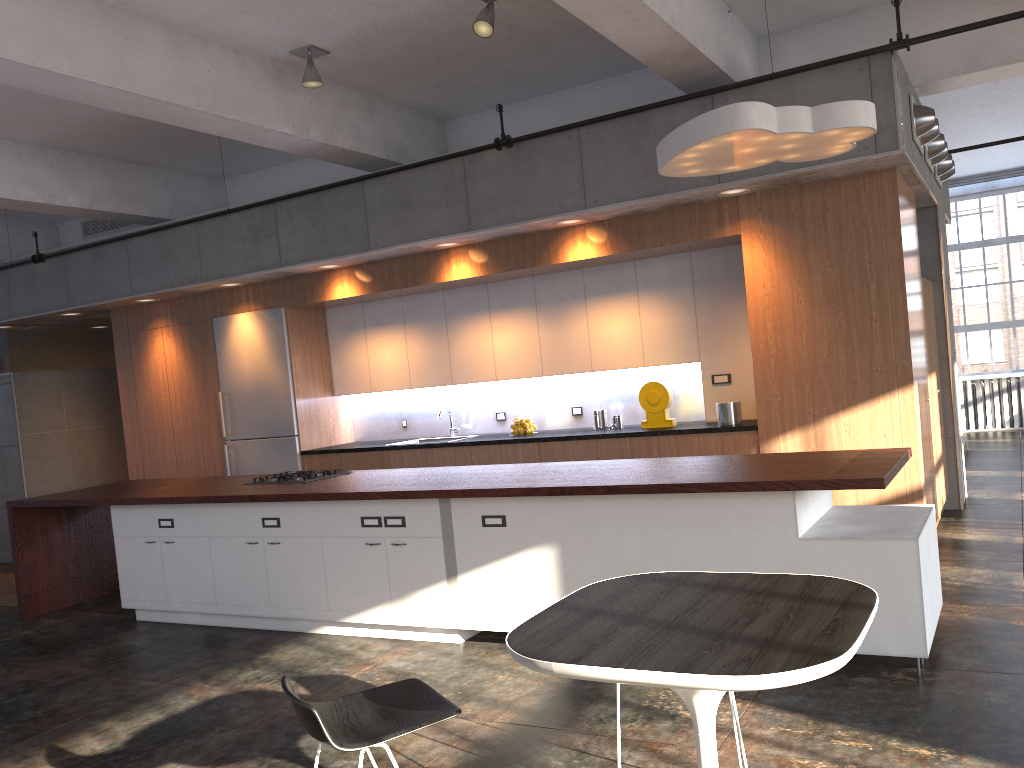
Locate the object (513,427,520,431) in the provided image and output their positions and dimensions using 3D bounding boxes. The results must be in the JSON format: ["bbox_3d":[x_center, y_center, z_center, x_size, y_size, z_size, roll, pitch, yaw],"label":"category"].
[{"bbox_3d":[0.037,0.407,7.911,0.061,0.053,0.052,-5,1,11],"label":"object"}]

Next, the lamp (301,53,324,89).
[{"bbox_3d":[-1.409,-2.205,6.208,0.158,0.216,0.153,-6,2,-23],"label":"lamp"}]

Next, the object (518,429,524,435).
[{"bbox_3d":[0.082,0.425,7.840,0.053,0.053,0.062,-5,1,17],"label":"object"}]

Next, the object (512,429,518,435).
[{"bbox_3d":[0.850,-0.774,6.780,0.058,2.311,2.858,-7,2,-42],"label":"object"}]

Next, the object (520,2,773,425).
[{"bbox_3d":[0.094,0.331,7.822,0.058,0.060,0.051,-7,2,-38],"label":"object"}]

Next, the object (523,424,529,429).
[{"bbox_3d":[-4.181,-0.340,11.699,11.575,2.212,0.063,-5,2,43],"label":"object"}]

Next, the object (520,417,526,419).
[{"bbox_3d":[-4.472,-0.316,9.699,9.765,2.166,0.059,-5,2,22],"label":"object"}]

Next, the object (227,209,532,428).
[{"bbox_3d":[0.148,0.366,7.870,0.061,0.053,0.053,-5,2,36],"label":"object"}]

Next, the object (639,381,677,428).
[{"bbox_3d":[1.176,0.167,7.199,0.270,0.381,0.101,-5,2,29],"label":"object"}]

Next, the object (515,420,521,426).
[{"bbox_3d":[-3.194,-0.416,8.966,6.780,2.171,0.054,-5,2,20],"label":"object"}]

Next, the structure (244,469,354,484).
[{"bbox_3d":[-1.604,0.705,6.655,0.629,0.072,0.520,-5,1,29],"label":"structure"}]

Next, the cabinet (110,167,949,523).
[{"bbox_3d":[-0.209,0.070,8.887,7.968,2.564,2.418,-5,1,29],"label":"cabinet"}]

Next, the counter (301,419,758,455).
[{"bbox_3d":[0.280,0.449,8.216,4.384,0.039,1.634,-5,1,29],"label":"counter"}]

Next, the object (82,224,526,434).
[{"bbox_3d":[-2.522,-0.756,9.287,5.850,2.870,0.059,-5,2,30],"label":"object"}]

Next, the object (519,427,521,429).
[{"bbox_3d":[0.069,0.375,7.965,0.060,0.054,0.054,-5,1,20],"label":"object"}]

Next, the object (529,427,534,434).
[{"bbox_3d":[0.159,0.416,7.890,0.074,0.063,0.063,-6,1,-5],"label":"object"}]

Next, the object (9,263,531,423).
[{"bbox_3d":[0.140,0.322,7.848,0.052,0.051,0.063,-5,1,22],"label":"object"}]

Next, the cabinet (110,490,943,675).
[{"bbox_3d":[-0.337,1.114,5.750,5.552,0.931,0.937,-5,1,29],"label":"cabinet"}]

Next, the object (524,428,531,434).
[{"bbox_3d":[0.138,0.413,7.832,0.052,0.057,0.059,-6,1,-24],"label":"object"}]

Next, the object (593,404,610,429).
[{"bbox_3d":[0.773,0.281,7.731,0.142,0.210,0.061,-5,2,29],"label":"object"}]

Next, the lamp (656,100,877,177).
[{"bbox_3d":[1.375,-1.327,4.856,1.090,0.130,0.997,-6,1,-15],"label":"lamp"}]

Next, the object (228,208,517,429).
[{"bbox_3d":[-1.254,-0.591,7.908,2.406,2.230,0.053,-5,2,4],"label":"object"}]

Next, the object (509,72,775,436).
[{"bbox_3d":[-4.481,1.288,12.262,12.923,1.215,0.967,-5,1,40],"label":"object"}]

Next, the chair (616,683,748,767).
[{"bbox_3d":[0.544,1.122,2.925,0.462,0.896,0.506,-5,2,6],"label":"chair"}]

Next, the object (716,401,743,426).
[{"bbox_3d":[1.665,0.224,6.786,0.192,0.170,0.189,-6,1,-12],"label":"object"}]

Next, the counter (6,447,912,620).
[{"bbox_3d":[-0.861,1.131,6.047,6.542,0.972,1.161,-5,1,29],"label":"counter"}]

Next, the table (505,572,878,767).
[{"bbox_3d":[0.499,1.043,2.219,0.815,0.952,0.842,-5,2,29],"label":"table"}]

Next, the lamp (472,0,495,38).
[{"bbox_3d":[-0.173,-2.260,5.419,0.131,0.287,0.223,-5,2,13],"label":"lamp"}]

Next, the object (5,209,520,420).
[{"bbox_3d":[0.052,0.328,7.947,0.060,0.060,0.050,-6,2,-26],"label":"object"}]

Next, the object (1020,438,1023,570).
[{"bbox_3d":[-2.924,1.939,8.332,26.738,0.001,20.069,-5,1,29],"label":"object"}]

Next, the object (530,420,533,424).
[{"bbox_3d":[0.163,0.342,7.921,0.054,0.052,0.061,-6,1,-12],"label":"object"}]

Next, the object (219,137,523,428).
[{"bbox_3d":[0.092,0.368,7.859,0.051,0.053,0.063,-6,1,-23],"label":"object"}]

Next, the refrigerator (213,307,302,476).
[{"bbox_3d":[-2.476,0.388,8.818,0.941,2.193,0.223,-5,2,26],"label":"refrigerator"}]

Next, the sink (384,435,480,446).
[{"bbox_3d":[-0.733,0.618,8.233,0.717,0.192,0.531,-5,1,29],"label":"sink"}]
